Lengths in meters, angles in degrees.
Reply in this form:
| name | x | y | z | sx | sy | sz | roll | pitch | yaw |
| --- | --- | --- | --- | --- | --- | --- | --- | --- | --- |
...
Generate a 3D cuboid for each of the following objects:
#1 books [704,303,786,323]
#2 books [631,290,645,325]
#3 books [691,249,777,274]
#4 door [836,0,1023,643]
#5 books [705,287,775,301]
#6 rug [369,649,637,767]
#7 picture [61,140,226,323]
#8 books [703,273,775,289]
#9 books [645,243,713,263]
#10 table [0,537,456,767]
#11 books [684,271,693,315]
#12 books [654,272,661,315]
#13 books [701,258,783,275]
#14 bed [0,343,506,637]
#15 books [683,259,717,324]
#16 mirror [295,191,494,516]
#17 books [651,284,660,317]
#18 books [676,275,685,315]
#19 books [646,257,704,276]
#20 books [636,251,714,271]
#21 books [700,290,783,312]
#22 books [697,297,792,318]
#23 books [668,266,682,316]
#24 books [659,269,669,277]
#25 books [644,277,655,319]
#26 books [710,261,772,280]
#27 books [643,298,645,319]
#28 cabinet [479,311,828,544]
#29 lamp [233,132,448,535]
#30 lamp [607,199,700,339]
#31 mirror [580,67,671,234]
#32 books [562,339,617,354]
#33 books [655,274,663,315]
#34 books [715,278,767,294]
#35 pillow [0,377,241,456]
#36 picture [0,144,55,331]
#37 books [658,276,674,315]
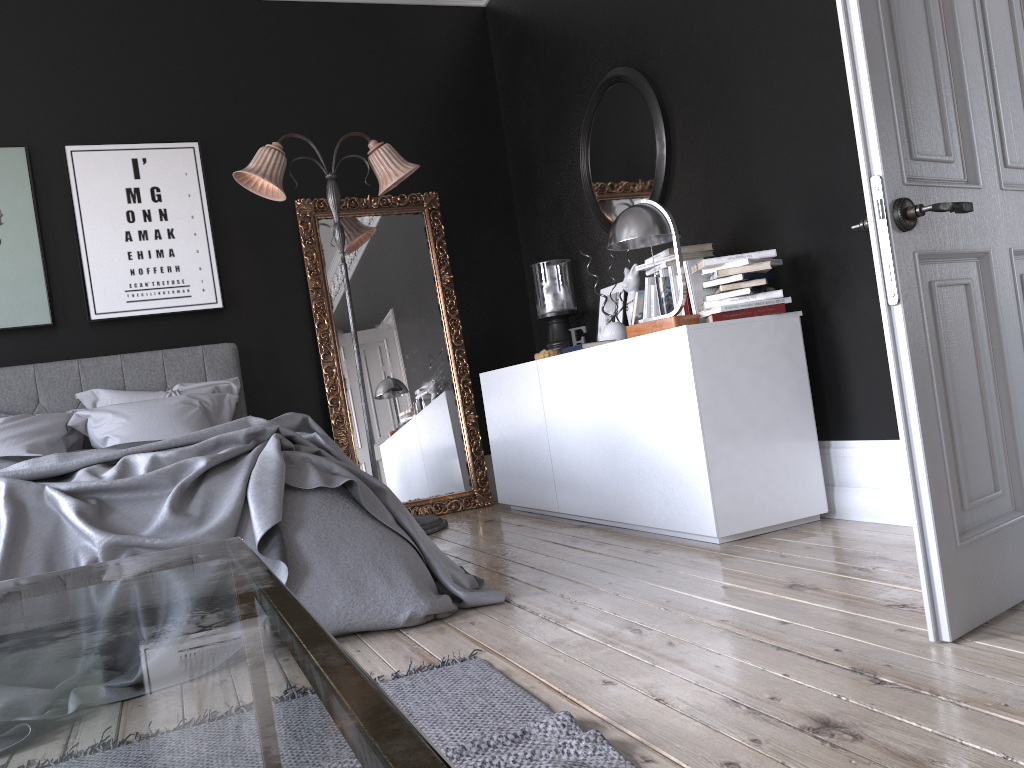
| name | x | y | z | sx | sy | sz | roll | pitch | yaw |
| --- | --- | --- | --- | --- | --- | --- | --- | --- | --- |
| books | 0.974 | -0.289 | 3.726 | 0.295 | 0.038 | 0.234 | -9 | -1 | 5 |
| books | 0.691 | -0.342 | 4.409 | 0.202 | 0.246 | 0.159 | -8 | 0 | -22 |
| books | 0.936 | -0.518 | 3.762 | 0.306 | 0.030 | 0.220 | -8 | -1 | -2 |
| door | 1.242 | -0.641 | 2.337 | 1.096 | 2.374 | 0.216 | -9 | 0 | -35 |
| books | 0.972 | -0.379 | 3.770 | 0.203 | 0.029 | 0.268 | -9 | -1 | 38 |
| rug | -0.423 | 0.764 | 0.507 | 2.103 | 0.050 | 3.648 | -8 | -1 | -21 |
| picture | -2.246 | -0.952 | 5.437 | 0.791 | 1.078 | 0.014 | -8 | 0 | -22 |
| books | 0.963 | -0.438 | 3.763 | 0.193 | 0.030 | 0.289 | -9 | -1 | 42 |
| books | 0.790 | -0.613 | 4.217 | 0.220 | 0.030 | 0.306 | -8 | -1 | -12 |
| table | -0.583 | 0.517 | 0.406 | 1.091 | 0.558 | 1.450 | -8 | -1 | -22 |
| books | 0.879 | -0.400 | 4.010 | 0.235 | 0.295 | 0.038 | -8 | 0 | -22 |
| books | 0.806 | -0.391 | 4.260 | 0.221 | 0.307 | 0.030 | -8 | 0 | -22 |
| books | 0.979 | -0.498 | 3.771 | 0.220 | 0.024 | 0.307 | -9 | -1 | 43 |
| bed | -1.985 | 0.406 | 3.790 | 2.762 | 1.298 | 3.288 | -8 | -1 | -33 |
| books | 0.892 | -0.408 | 3.969 | 0.220 | 0.308 | 0.050 | -8 | 0 | -22 |
| mirror | -0.774 | -0.195 | 5.897 | 0.990 | 2.192 | 0.254 | -8 | 0 | -22 |
| books | 0.763 | -0.359 | 4.306 | 0.195 | 0.256 | 0.091 | -8 | 0 | -22 |
| books | 0.858 | -0.378 | 4.069 | 0.195 | 0.258 | 0.026 | -8 | 0 | -22 |
| books | 0.772 | -0.557 | 4.213 | 0.195 | 0.026 | 0.259 | -8 | -1 | -12 |
| books | 0.769 | -0.582 | 4.206 | 0.220 | 0.024 | 0.308 | -8 | -1 | -32 |
| books | 0.968 | -0.349 | 3.763 | 0.318 | 0.031 | 0.229 | -9 | -1 | 8 |
| books | 0.975 | -0.321 | 3.735 | 0.319 | 0.025 | 0.229 | -8 | -1 | -12 |
| books | 0.842 | -0.399 | 4.095 | 0.220 | 0.307 | 0.024 | -8 | 0 | -22 |
| books | 0.813 | -0.394 | 4.168 | 0.220 | 0.307 | 0.024 | -8 | 0 | -22 |
| books | 0.746 | -0.377 | 4.336 | 0.220 | 0.296 | 0.127 | -8 | 0 | -22 |
| books | 0.965 | -0.469 | 3.761 | 0.220 | 0.030 | 0.306 | -9 | -1 | 8 |
| books | 0.734 | -0.348 | 4.382 | 0.195 | 0.245 | 0.132 | -8 | 0 | -22 |
| cabinet | 0.560 | 0.251 | 4.679 | 0.569 | 0.882 | 2.399 | -8 | -1 | -22 |
| lamp | -0.937 | -0.297 | 5.263 | 0.987 | 2.411 | 0.772 | -8 | 0 | 11 |
| lamp | 0.597 | -0.510 | 3.861 | 0.328 | 0.590 | 0.341 | -8 | 0 | -42 |
| mirror | 0.601 | -1.268 | 4.923 | 0.061 | 0.924 | 0.925 | -9 | 0 | -22 |
| books | 0.388 | -0.187 | 4.478 | 0.193 | 0.030 | 0.290 | -8 | -1 | -16 |
| books | 0.783 | -0.380 | 4.184 | 0.192 | 0.289 | 0.030 | -8 | 0 | -22 |
| books | 0.972 | -0.409 | 3.778 | 0.193 | 0.030 | 0.289 | -9 | -1 | 9 |
| pillow | -2.371 | 0.291 | 4.842 | 1.828 | 0.760 | 0.681 | -8 | 0 | -22 |
| picture | -3.136 | -0.825 | 5.075 | 0.791 | 1.078 | 0.014 | -8 | 0 | -22 |
| books | 0.790 | -0.370 | 4.129 | 0.204 | 0.270 | 0.029 | -8 | 0 | -22 |
